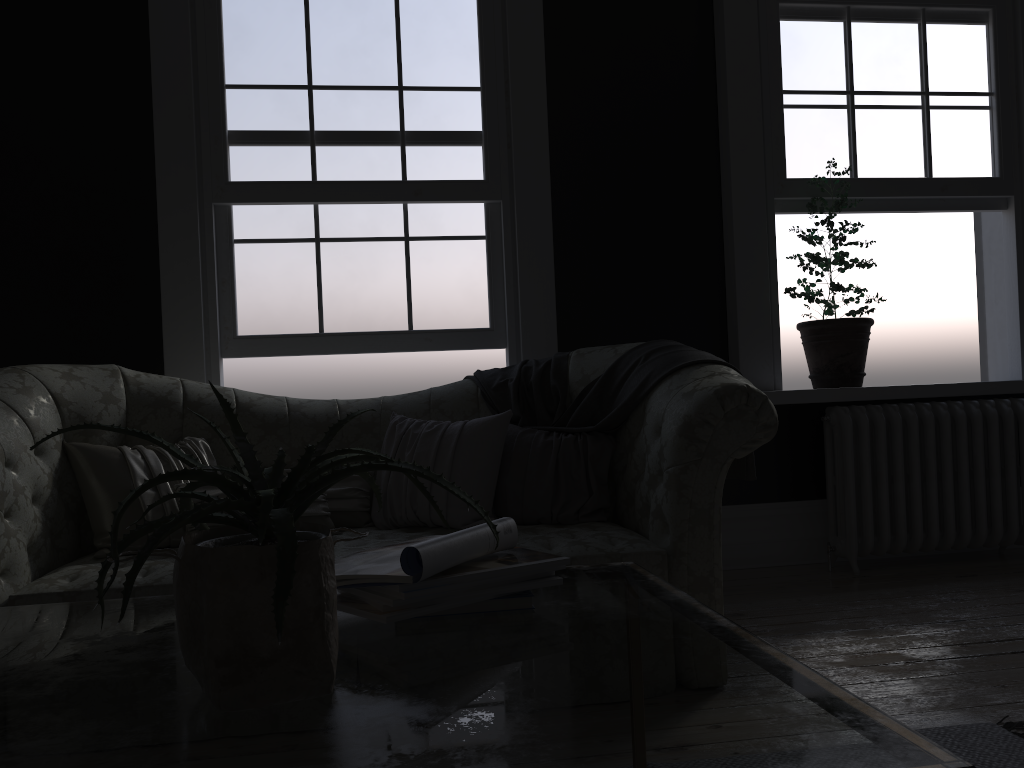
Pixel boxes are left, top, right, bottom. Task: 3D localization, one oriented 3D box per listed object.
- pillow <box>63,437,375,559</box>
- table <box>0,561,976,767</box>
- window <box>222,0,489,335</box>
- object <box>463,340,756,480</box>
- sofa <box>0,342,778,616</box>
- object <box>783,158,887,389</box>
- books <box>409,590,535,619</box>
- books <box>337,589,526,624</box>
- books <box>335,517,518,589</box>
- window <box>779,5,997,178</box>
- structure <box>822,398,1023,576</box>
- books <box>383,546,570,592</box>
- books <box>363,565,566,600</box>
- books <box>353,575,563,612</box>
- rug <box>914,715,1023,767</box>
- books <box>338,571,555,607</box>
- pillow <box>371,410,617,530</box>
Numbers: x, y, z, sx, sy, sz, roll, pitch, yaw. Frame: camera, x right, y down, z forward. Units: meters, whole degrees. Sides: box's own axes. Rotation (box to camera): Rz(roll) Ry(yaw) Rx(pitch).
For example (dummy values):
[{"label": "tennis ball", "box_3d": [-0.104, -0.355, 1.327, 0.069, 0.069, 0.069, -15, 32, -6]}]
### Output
[{"label": "pillow", "box_3d": [-1.058, 0.382, 3.271, 1.105, 0.416, 0.529, -2, -1, -9]}, {"label": "table", "box_3d": [-0.363, 0.668, 1.229, 1.448, 0.558, 1.093, -2, -1, -9]}, {"label": "window", "box_3d": [-0.738, -1.061, 4.282, 1.263, 1.671, 0.056, -2, 0, -9]}, {"label": "object", "box_3d": [0.334, 0.130, 3.659, 1.368, 0.585, 0.517, -3, -1, 41]}, {"label": "sofa", "box_3d": [-0.588, 0.453, 3.413, 2.812, 1.160, 1.606, -2, -1, -8]}, {"label": "object", "box_3d": [1.626, -0.546, 4.489, 0.474, 1.134, 0.505, -3, 0, 31]}, {"label": "books", "box_3d": [-0.088, 0.369, 1.535, 0.231, 0.023, 0.162, -2, -1, -8]}, {"label": "books", "box_3d": [-0.153, 0.354, 1.520, 0.318, 0.011, 0.253, -1, -2, -42]}, {"label": "books", "box_3d": [-0.180, 0.300, 1.506, 0.273, 0.109, 0.322, -3, -1, 26]}, {"label": "window", "box_3d": [1.987, -1.499, 4.701, 1.263, 1.017, 0.056, -2, 0, -9]}, {"label": "structure", "box_3d": [2.115, 0.513, 4.491, 1.141, 0.848, 0.276, -2, 0, -9]}, {"label": "books", "box_3d": [-0.102, 0.310, 1.527, 0.318, 0.011, 0.253, -2, -1, -32]}, {"label": "books", "box_3d": [-0.110, 0.321, 1.527, 0.318, 0.011, 0.253, -2, -1, -37]}, {"label": "books", "box_3d": [-0.113, 0.342, 1.535, 0.318, 0.011, 0.253, -2, -1, -27]}, {"label": "rug", "box_3d": [-0.282, 0.928, 1.087, 3.644, 0.050, 2.106, -2, -1, -8]}, {"label": "books", "box_3d": [-0.128, 0.332, 1.531, 0.318, 0.011, 0.253, -2, -1, -37]}, {"label": "pillow", "box_3d": [-0.074, 0.322, 3.444, 0.964, 0.461, 0.405, -2, -1, -1]}]
